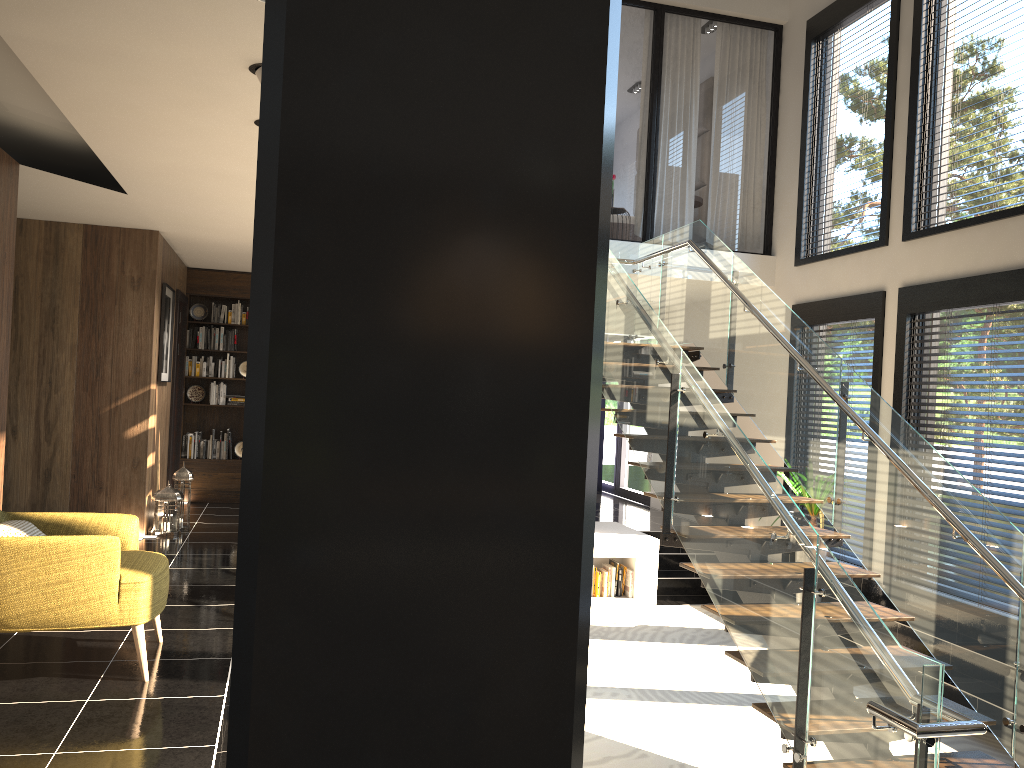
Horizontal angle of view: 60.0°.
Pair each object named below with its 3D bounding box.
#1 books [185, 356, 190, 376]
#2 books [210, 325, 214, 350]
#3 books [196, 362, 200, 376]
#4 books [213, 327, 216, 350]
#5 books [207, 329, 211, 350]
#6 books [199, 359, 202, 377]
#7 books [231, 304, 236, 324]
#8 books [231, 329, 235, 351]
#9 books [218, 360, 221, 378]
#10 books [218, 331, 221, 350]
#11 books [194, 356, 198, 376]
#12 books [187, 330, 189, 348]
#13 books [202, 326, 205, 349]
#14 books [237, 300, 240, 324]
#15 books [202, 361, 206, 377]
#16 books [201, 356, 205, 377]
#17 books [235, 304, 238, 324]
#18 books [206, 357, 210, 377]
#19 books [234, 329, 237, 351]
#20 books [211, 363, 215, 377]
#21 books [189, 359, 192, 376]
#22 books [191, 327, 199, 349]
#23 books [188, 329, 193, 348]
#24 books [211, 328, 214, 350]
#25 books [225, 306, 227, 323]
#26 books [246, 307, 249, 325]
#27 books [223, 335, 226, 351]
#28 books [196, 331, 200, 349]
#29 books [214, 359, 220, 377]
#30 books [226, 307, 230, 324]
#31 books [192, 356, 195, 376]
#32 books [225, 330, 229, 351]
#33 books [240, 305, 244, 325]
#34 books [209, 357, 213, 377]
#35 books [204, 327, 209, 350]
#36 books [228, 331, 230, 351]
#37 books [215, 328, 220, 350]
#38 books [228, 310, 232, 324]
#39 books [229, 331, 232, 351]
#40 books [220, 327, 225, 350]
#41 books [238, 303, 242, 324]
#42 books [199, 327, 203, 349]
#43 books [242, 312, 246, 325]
[{"bbox_3d":[-3.761,-0.206,10.282,0.030,0.224,0.166,3,0,-15],"label":"books"},{"bbox_3d":[-3.496,-0.538,10.330,0.015,0.287,0.154,3,0,-15],"label":"books"},{"bbox_3d":[-3.645,-0.172,10.305,0.037,0.169,0.148,3,0,-15],"label":"books"},{"bbox_3d":[-3.457,-0.525,10.318,0.019,0.264,0.175,3,0,-15],"label":"books"},{"bbox_3d":[-3.516,-0.518,10.294,0.039,0.243,0.179,3,0,-15],"label":"books"},{"bbox_3d":[-3.623,-0.190,10.332,0.018,0.208,0.126,3,0,-15],"label":"books"},{"bbox_3d":[-3.254,-0.811,10.377,0.039,0.230,0.205,3,0,-15],"label":"books"},{"bbox_3d":[-3.271,-0.514,10.398,0.025,0.263,0.147,3,0,-15],"label":"books"},{"bbox_3d":[-3.404,-0.177,10.332,0.016,0.205,0.204,3,0,-15],"label":"books"},{"bbox_3d":[-3.413,-0.500,10.354,0.024,0.220,0.123,3,0,-15],"label":"books"},{"bbox_3d":[-3.675,-0.205,10.316,0.018,0.232,0.123,3,0,-15],"label":"books"},{"bbox_3d":[-3.748,-0.516,10.279,0.023,0.215,0.148,3,0,-15],"label":"books"},{"bbox_3d":[-3.575,-0.533,10.294,0.022,0.267,0.197,3,0,-15],"label":"books"},{"bbox_3d":[-3.200,-0.832,10.377,0.012,0.278,0.228,3,0,-15],"label":"books"},{"bbox_3d":[-3.570,-0.174,10.310,0.035,0.180,0.164,3,0,-15],"label":"books"},{"bbox_3d":[-3.602,-0.203,10.330,0.019,0.236,0.139,3,0,-15],"label":"books"},{"bbox_3d":[-3.219,-0.814,10.373,0.025,0.239,0.220,3,0,-15],"label":"books"},{"bbox_3d":[-3.538,-0.199,10.333,0.036,0.235,0.169,3,0,-15],"label":"books"},{"bbox_3d":[-3.242,-0.514,10.406,0.035,0.266,0.133,3,0,-15],"label":"books"},{"bbox_3d":[-3.483,-0.162,10.340,0.026,0.167,0.173,3,0,-15],"label":"books"},{"bbox_3d":[-3.724,-0.188,10.286,0.045,0.192,0.164,3,0,-15],"label":"books"},{"bbox_3d":[-3.682,-0.532,10.297,0.066,0.255,0.127,3,0,-15],"label":"books"},{"bbox_3d":[-3.721,-0.522,10.266,0.023,0.231,0.143,3,0,-15],"label":"books"},{"bbox_3d":[-3.480,-0.522,10.331,0.018,0.256,0.172,3,0,-15],"label":"books"},{"bbox_3d":[-3.345,-0.806,10.382,0.014,0.212,0.184,3,0,-15],"label":"books"},{"bbox_3d":[-3.115,-0.796,10.448,0.030,0.217,0.165,3,0,-15],"label":"books"},{"bbox_3d":[-3.352,-0.481,10.342,0.025,0.188,0.181,3,0,-15],"label":"books"},{"bbox_3d":[-3.633,-0.504,10.283,0.025,0.204,0.192,3,0,-15],"label":"books"},{"bbox_3d":[-3.446,-0.185,10.357,0.053,0.216,0.151,3,0,-15],"label":"books"},{"bbox_3d":[-3.331,-0.801,10.404,0.025,0.203,0.156,3,0,-15],"label":"books"},{"bbox_3d":[-3.683,-0.207,10.266,0.022,0.235,0.194,3,0,-15],"label":"books"},{"bbox_3d":[-3.334,-0.506,10.384,0.028,0.240,0.148,3,0,-15],"label":"books"},{"bbox_3d":[-3.175,-0.808,10.420,0.020,0.235,0.206,3,0,-15],"label":"books"},{"bbox_3d":[-3.503,-0.198,10.321,0.026,0.237,0.164,3,0,-15],"label":"books"},{"bbox_3d":[-3.553,-0.528,10.304,0.027,0.260,0.181,3,0,-15],"label":"books"},{"bbox_3d":[-3.311,-0.500,10.377,0.014,0.230,0.172,3,0,-15],"label":"books"},{"bbox_3d":[-3.439,-0.519,10.350,0.032,0.255,0.160,3,0,-15],"label":"books"},{"bbox_3d":[-3.296,-0.776,10.384,0.035,0.156,0.186,3,0,-15],"label":"books"},{"bbox_3d":[-3.294,-0.505,10.387,0.024,0.242,0.144,3,0,-15],"label":"books"},{"bbox_3d":[-3.381,-0.525,10.347,0.033,0.273,0.189,3,0,-15],"label":"books"},{"bbox_3d":[-3.191,-0.815,10.405,0.020,0.245,0.228,3,0,-15],"label":"books"},{"bbox_3d":[-3.603,-0.528,10.290,0.035,0.255,0.183,3,0,-15],"label":"books"},{"bbox_3d":[-3.153,-0.764,10.448,0.040,0.149,0.125,3,0,-15],"label":"books"}]
